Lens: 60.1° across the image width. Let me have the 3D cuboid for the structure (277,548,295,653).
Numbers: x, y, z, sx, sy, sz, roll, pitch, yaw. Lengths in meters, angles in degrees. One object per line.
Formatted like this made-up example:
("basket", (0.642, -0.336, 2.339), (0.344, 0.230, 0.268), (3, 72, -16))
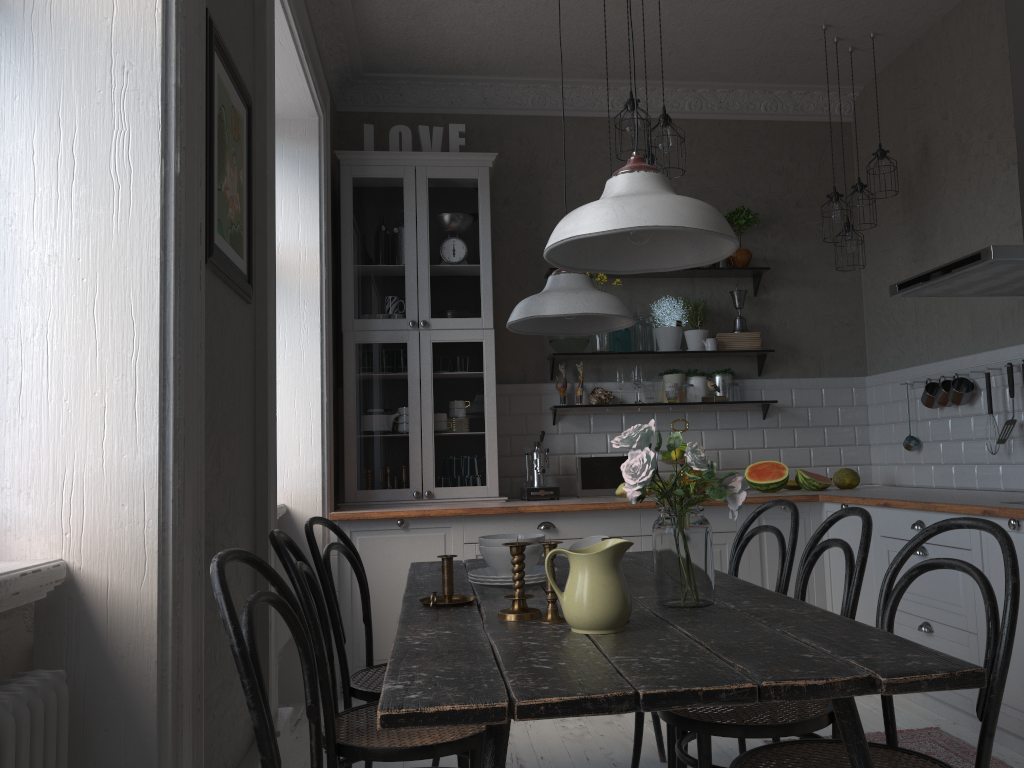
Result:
("structure", (-0.985, 0.885, 3.451), (0.149, 0.428, 1.215), (-1, -5, -7))

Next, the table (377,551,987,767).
("table", (0.192, 0.884, 2.166), (0.909, 0.735, 1.910), (-1, -5, -6))

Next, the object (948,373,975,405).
("object", (2.199, 0.024, 4.337), (0.107, 0.161, 0.138), (-3, -5, 11))

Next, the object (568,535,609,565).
("object", (0.215, 0.479, 2.427), (0.124, 0.119, 0.128), (-3, -5, 9))

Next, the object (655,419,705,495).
("object", (0.950, 0.407, 4.959), (0.357, 0.425, 0.347), (0, -6, -21))

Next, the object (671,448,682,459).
("object", (0.908, 0.389, 4.885), (0.059, 0.069, 0.079), (-3, -5, 13))

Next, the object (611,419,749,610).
("object", (0.377, 0.284, 1.967), (0.314, 0.414, 0.250), (-1, -5, -8))

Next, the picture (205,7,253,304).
("picture", (-0.740, -0.563, 2.333), (0.020, 0.619, 0.518), (-1, -5, -5))

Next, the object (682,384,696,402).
("object", (1.030, 0.058, 5.161), (0.078, 0.108, 0.077), (-1, -5, -13))

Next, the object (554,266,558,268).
("object", (0.332, -0.760, 5.128), (0.190, 0.216, 0.174), (-2, -5, 7))

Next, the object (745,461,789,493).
("object", (1.392, 0.508, 4.836), (0.233, 0.174, 0.220), (-3, -5, 15))

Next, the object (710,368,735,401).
("object", (1.261, 0.012, 5.284), (0.160, 0.213, 0.152), (-1, -5, -9))

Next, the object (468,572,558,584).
("object", (0.003, 0.517, 2.353), (0.242, 0.027, 0.232), (2, -7, -38))

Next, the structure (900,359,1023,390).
("structure", (2.221, -0.045, 4.371), (0.095, 0.053, 1.080), (-1, -5, -5))

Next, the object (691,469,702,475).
("object", (1.048, 0.506, 4.986), (0.128, 0.056, 0.059), (0, -5, -15))

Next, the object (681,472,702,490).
("object", (0.977, 0.533, 4.825), (0.115, 0.110, 0.109), (2, -7, -39))

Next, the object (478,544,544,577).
("object", (0.002, 0.473, 2.356), (0.181, 0.094, 0.177), (0, -5, -15))

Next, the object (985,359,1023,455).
("object", (2.213, 0.124, 3.958), (0.081, 0.443, 0.327), (-1, -5, -5))

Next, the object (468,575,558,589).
("object", (0.004, 0.526, 2.352), (0.235, 0.027, 0.239), (-3, -5, 11))

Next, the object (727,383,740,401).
("object", (1.291, 0.050, 5.169), (0.078, 0.108, 0.077), (-1, -5, -13))

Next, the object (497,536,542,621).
("object", (0.014, 0.411, 1.894), (0.097, 0.172, 0.094), (1, -6, -25))

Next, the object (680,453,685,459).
("object", (0.948, 0.412, 4.903), (0.064, 0.061, 0.066), (-1, -5, -7))

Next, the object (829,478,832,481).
("object", (1.738, 0.562, 5.001), (0.204, 0.073, 0.117), (3, -7, -43))

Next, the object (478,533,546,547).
("object", (0.001, 0.453, 2.358), (0.181, 0.094, 0.177), (0, -5, -15))

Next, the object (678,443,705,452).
("object", (0.965, 0.349, 4.940), (0.211, 0.101, 0.067), (-2, -5, -1))

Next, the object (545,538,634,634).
("object", (0.160, 0.392, 1.723), (0.133, 0.170, 0.153), (-7, -7, 45))

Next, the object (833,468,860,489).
("object", (1.877, 0.532, 4.973), (0.208, 0.119, 0.129), (3, -7, -43))

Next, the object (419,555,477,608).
("object", (-0.153, 0.466, 2.108), (0.142, 0.112, 0.137), (1, -6, -24))

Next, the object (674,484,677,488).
("object", (0.898, 0.581, 4.935), (0.071, 0.076, 0.225), (1, -6, -24))

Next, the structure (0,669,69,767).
("structure", (-0.761, 0.650, 0.950), (0.149, 0.428, 1.215), (-1, -5, -7))

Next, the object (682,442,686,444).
("object", (0.987, 0.364, 5.010), (0.179, 0.096, 0.089), (-3, -5, 13))

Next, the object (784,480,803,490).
("object", (1.610, 0.576, 5.081), (0.199, 0.067, 0.103), (-2, -5, -1))

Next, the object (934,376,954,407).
("object", (2.197, 0.036, 4.464), (0.109, 0.161, 0.136), (-1, -5, -4))

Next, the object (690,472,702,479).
("object", (1.010, 0.528, 4.906), (0.087, 0.078, 0.089), (-4, -5, 20))

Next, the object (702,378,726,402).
("object", (1.180, 0.037, 5.174), (0.121, 0.147, 0.098), (2, -7, -39))

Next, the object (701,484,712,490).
("object", (1.061, 0.572, 4.900), (0.088, 0.051, 0.069), (-6, -7, 41))

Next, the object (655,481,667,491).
("object", (0.841, 0.572, 4.949), (0.075, 0.072, 0.154), (-4, -6, 23))

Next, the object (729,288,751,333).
("object", (1.358, -0.438, 5.290), (0.132, 0.287, 0.129), (0, -6, -21))

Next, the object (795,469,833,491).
("object", (1.654, 0.521, 4.819), (0.228, 0.127, 0.146), (0, -6, -24))

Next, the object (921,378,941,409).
("object", (2.185, 0.048, 4.591), (0.108, 0.161, 0.137), (-2, -5, 6))

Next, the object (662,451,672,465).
("object", (0.887, 0.412, 4.955), (0.097, 0.078, 0.100), (0, -5, -19))

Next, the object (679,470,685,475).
("object", (0.967, 0.529, 5.015), (0.086, 0.093, 0.086), (-1, -5, -10))

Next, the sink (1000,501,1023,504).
("sink", (2.062, 0.299, 3.048), (0.531, 0.720, 0.483), (-1, -5, -7))

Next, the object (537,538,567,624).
("object", (0.081, 0.403, 1.831), (0.061, 0.172, 0.062), (-3, -5, 15))

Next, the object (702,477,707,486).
("object", (1.076, 0.511, 4.981), (0.060, 0.120, 0.127), (-3, -5, 18))

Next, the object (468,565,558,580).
("object", (0.003, 0.509, 2.354), (0.235, 0.027, 0.240), (-3, -5, 16))

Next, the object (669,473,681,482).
("object", (0.935, 0.541, 5.017), (0.078, 0.076, 0.156), (-4, -5, 20))

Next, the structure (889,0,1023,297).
("structure", (1.989, -1.205, 3.580), (0.716, 1.595, 0.708), (-1, -5, -6))

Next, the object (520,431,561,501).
("object", (0.153, 0.444, 4.800), (0.207, 0.370, 0.351), (-1, -5, -6))

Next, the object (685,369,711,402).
("object", (1.097, 0.013, 5.254), (0.171, 0.214, 0.149), (-4, -6, 23))

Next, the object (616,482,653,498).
("object", (0.652, 0.566, 4.737), (0.198, 0.083, 0.188), (-1, -5, -6))

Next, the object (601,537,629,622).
("object", (0.207, 0.400, 1.812), (0.059, 0.167, 0.059), (-2, -5, 7))

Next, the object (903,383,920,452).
("object", (2.171, 0.179, 4.839), (0.077, 0.378, 0.082), (-1, -5, -6))

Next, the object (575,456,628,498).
("object", (0.535, 0.516, 4.931), (0.353, 0.226, 0.087), (-1, -5, -7))

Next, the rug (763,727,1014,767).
("rug", (1.334, 1.254, 2.702), (0.740, 0.014, 1.282), (-1, -5, -6))
